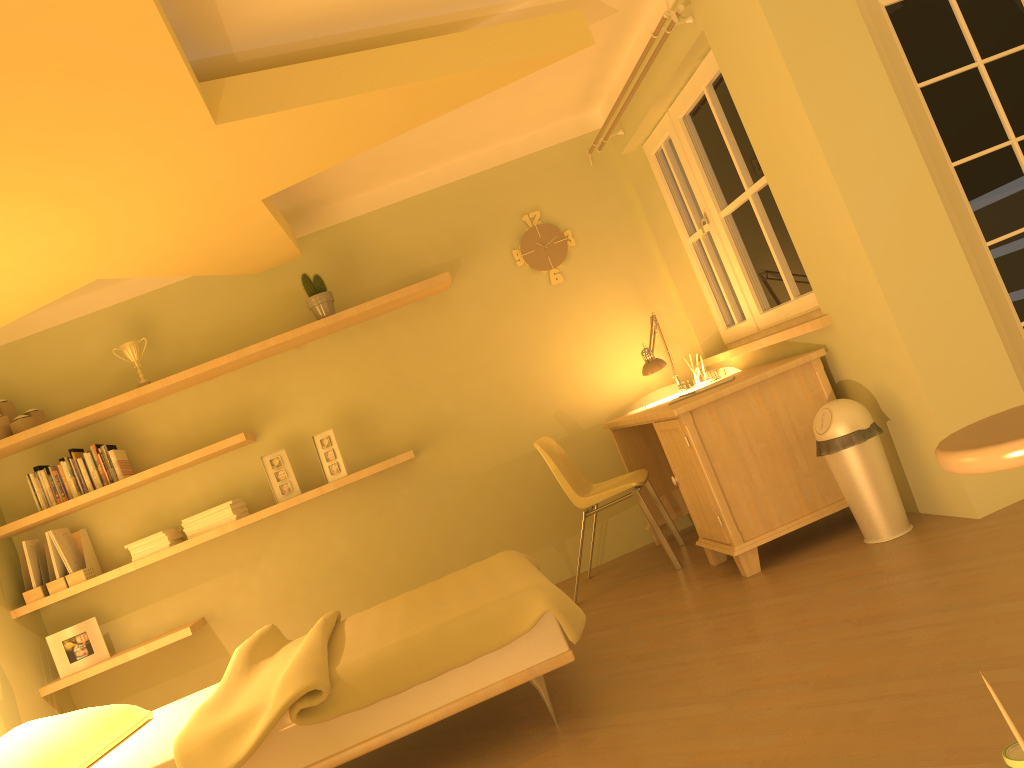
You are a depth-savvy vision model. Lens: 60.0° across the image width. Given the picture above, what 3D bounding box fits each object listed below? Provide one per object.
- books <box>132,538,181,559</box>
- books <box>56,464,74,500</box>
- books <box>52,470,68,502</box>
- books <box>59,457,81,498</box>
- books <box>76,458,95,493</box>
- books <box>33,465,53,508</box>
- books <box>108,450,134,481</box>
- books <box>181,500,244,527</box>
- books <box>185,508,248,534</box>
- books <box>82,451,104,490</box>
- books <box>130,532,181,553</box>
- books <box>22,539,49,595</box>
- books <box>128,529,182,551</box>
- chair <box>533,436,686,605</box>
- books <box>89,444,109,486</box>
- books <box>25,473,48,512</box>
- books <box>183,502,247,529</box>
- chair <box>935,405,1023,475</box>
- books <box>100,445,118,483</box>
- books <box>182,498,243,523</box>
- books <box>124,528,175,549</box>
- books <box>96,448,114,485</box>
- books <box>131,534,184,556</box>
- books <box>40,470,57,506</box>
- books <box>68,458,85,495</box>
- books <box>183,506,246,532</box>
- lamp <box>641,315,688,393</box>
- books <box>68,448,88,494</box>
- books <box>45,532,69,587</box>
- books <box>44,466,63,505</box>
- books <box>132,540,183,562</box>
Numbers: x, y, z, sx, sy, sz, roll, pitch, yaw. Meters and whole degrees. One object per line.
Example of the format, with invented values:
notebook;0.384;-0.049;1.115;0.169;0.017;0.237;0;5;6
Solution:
books;-1.814;0.839;4.537;0.190;0.015;0.270;-22;-2;-11
books;-2.250;0.503;4.520;0.032;0.193;0.146;-22;-2;-7
books;-2.270;0.522;4.511;0.021;0.172;0.157;-22;-2;-7
books;-2.222;0.479;4.515;0.038;0.217;0.166;-22;-2;-7
books;-2.148;0.467;4.520;0.032;0.184;0.173;-22;-2;-7
books;-2.356;0.526;4.511;0.032;0.229;0.138;-22;-2;-7
books;-1.999;0.418;4.538;0.032;0.163;0.178;-22;-2;-7
books;-1.546;0.668;4.588;0.270;0.015;0.190;-22;-2;3
books;-1.518;0.705;4.567;0.270;0.015;0.190;-22;-2;5
books;-2.119;0.445;4.533;0.040;0.203;0.157;-22;-2;-7
books;-1.819;0.809;4.536;0.190;0.015;0.270;-22;-2;-8
books;-2.388;0.931;4.461;0.048;0.297;0.214;-21;-2;-13
books;-1.826;0.796;4.544;0.190;0.015;0.270;-22;-2;-5
chair;0.447;0.572;4.392;0.546;0.785;0.531;-23;-2;13
books;-2.092;0.421;4.548;0.032;0.229;0.138;-22;-2;-7
books;-2.383;0.551;4.497;0.040;0.203;0.157;-22;-2;-7
books;-1.528;0.677;4.570;0.270;0.015;0.190;-22;-2;6
chair;1.071;0.323;1.669;0.364;0.551;0.348;-22;-2;4
books;-2.036;0.412;4.545;0.032;0.203;0.157;-22;-2;-7
books;-1.543;0.651;4.578;0.270;0.015;0.190;-22;-2;-2
books;-1.846;0.787;4.529;0.190;0.015;0.270;-22;-2;-10
books;-2.060;0.425;4.541;0.022;0.198;0.157;-22;-2;-7
books;-1.813;0.823;4.542;0.190;0.015;0.270;-22;-2;-6
books;-2.324;0.530;4.504;0.022;0.198;0.157;-22;-2;-7
books;-2.194;0.475;4.524;0.017;0.203;0.155;-22;-2;-7
books;-1.529;0.693;4.569;0.270;0.015;0.190;-22;-2;3
lamp;0.771;-0.141;4.766;0.140;0.455;0.484;-23;-3;18
books;-2.185;0.448;4.526;0.021;0.247;0.157;-22;-2;-7
books;-2.272;0.884;4.476;0.048;0.297;0.214;-22;-2;-7
books;-2.300;0.518;4.508;0.032;0.203;0.157;-22;-2;-7
books;-1.809;0.853;4.536;0.190;0.015;0.270;-22;-2;-8
